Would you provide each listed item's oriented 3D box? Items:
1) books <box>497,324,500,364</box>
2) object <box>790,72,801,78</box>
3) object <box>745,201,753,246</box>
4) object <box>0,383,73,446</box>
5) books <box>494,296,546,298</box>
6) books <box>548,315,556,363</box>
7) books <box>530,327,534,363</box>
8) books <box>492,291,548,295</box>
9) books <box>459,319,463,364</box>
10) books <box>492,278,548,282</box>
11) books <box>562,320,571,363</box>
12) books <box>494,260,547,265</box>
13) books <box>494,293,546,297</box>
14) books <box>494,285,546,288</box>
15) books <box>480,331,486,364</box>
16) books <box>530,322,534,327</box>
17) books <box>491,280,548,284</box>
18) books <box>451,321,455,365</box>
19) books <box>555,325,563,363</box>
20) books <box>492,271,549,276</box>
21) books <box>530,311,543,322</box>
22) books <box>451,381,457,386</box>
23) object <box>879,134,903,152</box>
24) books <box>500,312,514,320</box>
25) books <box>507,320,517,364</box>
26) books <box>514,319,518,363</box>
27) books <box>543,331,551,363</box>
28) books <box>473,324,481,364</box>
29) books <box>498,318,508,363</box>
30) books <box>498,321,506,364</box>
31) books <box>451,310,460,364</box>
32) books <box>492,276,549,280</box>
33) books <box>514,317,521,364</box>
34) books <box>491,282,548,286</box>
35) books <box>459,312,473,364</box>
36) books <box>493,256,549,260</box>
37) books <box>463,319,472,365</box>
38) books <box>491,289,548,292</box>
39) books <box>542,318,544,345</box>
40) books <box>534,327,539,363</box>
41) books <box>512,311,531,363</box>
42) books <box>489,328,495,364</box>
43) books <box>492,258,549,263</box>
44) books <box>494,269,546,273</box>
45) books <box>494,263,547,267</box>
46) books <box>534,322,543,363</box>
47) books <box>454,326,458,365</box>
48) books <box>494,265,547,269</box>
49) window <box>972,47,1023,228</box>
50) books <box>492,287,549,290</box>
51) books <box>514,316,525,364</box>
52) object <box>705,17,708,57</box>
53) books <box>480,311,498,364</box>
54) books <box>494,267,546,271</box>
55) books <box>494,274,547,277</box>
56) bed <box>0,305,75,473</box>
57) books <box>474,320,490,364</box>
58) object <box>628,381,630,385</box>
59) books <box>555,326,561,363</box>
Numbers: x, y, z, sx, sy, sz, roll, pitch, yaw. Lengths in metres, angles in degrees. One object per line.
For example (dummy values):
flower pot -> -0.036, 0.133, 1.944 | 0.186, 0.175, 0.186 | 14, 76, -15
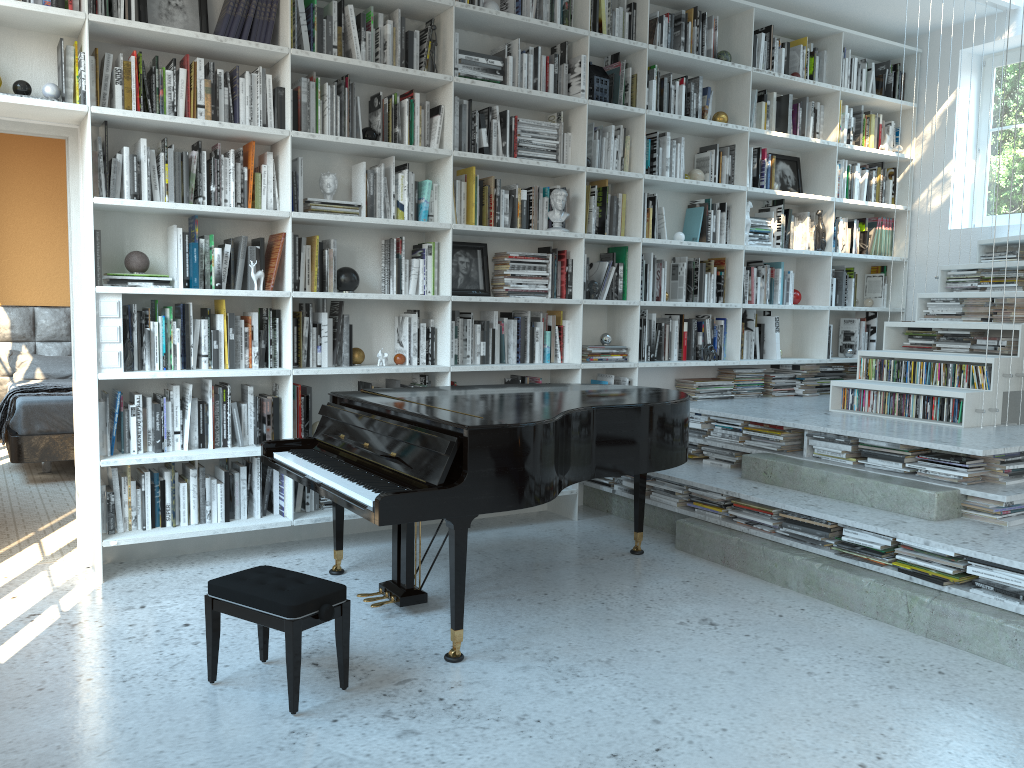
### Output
books -> -0.113, -0.228, 4.988 | 0.025, 0.221, 0.140 | -2, 6, -31
object -> 1.883, -2.037, 5.901 | 0.071, 0.072, 0.071 | 3, 5, 17
object -> 1.502, -1.026, 5.691 | 0.087, 0.288, 0.075 | 1, 5, 4
object -> -3.288, 0.099, 6.955 | 1.481, 0.541, 1.449 | -2, 6, -32
books -> 0.044, -0.494, 5.045 | 0.254, 0.012, 0.160 | -2, 6, -35
books -> 0.191, -0.263, 5.157 | 0.026, 0.272, 0.175 | -2, 6, -31
books -> 0.068, -0.226, 5.078 | 0.024, 0.207, 0.183 | -2, 6, -31
books -> 0.046, -0.518, 5.040 | 0.285, 0.012, 0.159 | -2, 6, -36
books -> -0.309, -0.236, 4.870 | 0.024, 0.248, 0.132 | -2, 6, -31
books -> 0.043, -0.589, 5.040 | 0.285, 0.012, 0.159 | -2, 5, -29
books -> 0.279, -0.251, 5.194 | 0.033, 0.246, 0.176 | -2, 6, -31
books -> 0.047, -0.686, 5.027 | 0.254, 0.012, 0.160 | -2, 6, -35
books -> 0.042, -0.506, 5.047 | 0.254, 0.012, 0.160 | -2, 5, -29
books -> 0.046, -0.554, 5.037 | 0.254, 0.012, 0.160 | -2, 6, -36
books -> -0.200, -0.205, 4.905 | 0.029, 0.184, 0.174 | -2, 6, -31
books -> 0.079, -0.241, 5.096 | 0.014, 0.235, 0.154 | -2, 6, -31
books -> 0.042, -0.578, 5.043 | 0.285, 0.012, 0.159 | -2, 5, -30
books -> -0.362, -0.225, 4.811 | 0.027, 0.234, 0.167 | -2, 6, -31
books -> 0.248, -0.236, 5.183 | 0.011, 0.217, 0.166 | -2, 6, -31
books -> 0.048, -0.625, 5.030 | 0.285, 0.012, 0.159 | -1, 5, -26
books -> 0.131, -0.272, 5.125 | 0.014, 0.294, 0.137 | -2, 6, -31
books -> -0.338, 0.125, 4.800 | 0.012, 0.285, 0.137 | -2, 6, -31
object -> 2.722, -1.728, 6.403 | 0.203, 0.137, 0.095 | 0, 5, -15
books -> -0.029, -0.264, 5.041 | 0.014, 0.286, 0.134 | -2, 6, -31
books -> -0.034, -0.242, 5.012 | 0.026, 0.245, 0.191 | -2, 6, -31
books -> -0.016, -0.247, 5.044 | 0.011, 0.252, 0.158 | -2, 6, -31
books -> 0.167, -0.217, 5.133 | 0.023, 0.183, 0.169 | -2, 6, -31
books -> -0.225, -0.221, 4.894 | 0.023, 0.217, 0.174 | -2, 6, -31
books -> -0.070, -0.248, 5.021 | 0.025, 0.255, 0.136 | -2, 6, -31
books -> -0.086, -0.237, 4.995 | 0.031, 0.237, 0.158 | -2, 6, -31
books -> -0.334, -0.257, 4.859 | 0.027, 0.291, 0.140 | -2, 6, -31
books -> 0.047, -0.601, 5.032 | 0.285, 0.012, 0.159 | -1, 5, -26
books -> -0.001, -0.251, 5.040 | 0.010, 0.262, 0.181 | -2, 6, -31
books -> 0.040, -0.566, 5.046 | 0.285, 0.012, 0.159 | -2, 5, -31
books -> -0.259, -0.253, 4.874 | 0.013, 0.282, 0.166 | -2, 6, -31
books -> 0.049, -0.710, 5.022 | 0.285, 0.012, 0.159 | -2, 6, -36
books -> -0.278, -0.234, 4.868 | 0.027, 0.246, 0.179 | -2, 6, -31
books -> 0.041, -0.530, 5.047 | 0.285, 0.012, 0.159 | -2, 6, -32
books -> 0.139, -0.254, 5.140 | 0.014, 0.256, 0.145 | -2, 6, -31
books -> 0.101, -0.226, 5.097 | 0.023, 0.204, 0.167 | -2, 6, -31
books -> 0.052, -0.270, 5.067 | 0.012, 0.297, 0.177 | -2, 6, -31
books -> -0.145, -0.213, 4.944 | 0.023, 0.196, 0.165 | -2, 6, -31
books -> 0.045, -0.698, 5.030 | 0.285, 0.012, 0.159 | -2, 5, -29
books -> 0.046, -0.637, 5.033 | 0.254, 0.012, 0.160 | -2, 5, -28
books -> 0.046, -0.674, 5.030 | 0.254, 0.012, 0.160 | -2, 6, -34
books -> 0.121, -0.241, 5.108 | 0.023, 0.235, 0.174 | -2, 6, -31
books -> -0.347, -0.214, 4.835 | 0.024, 0.208, 0.169 | -2, 6, -31
books -> 0.047, -0.661, 5.029 | 0.254, 0.012, 0.160 | -2, 6, -35
window -> 3.602, -1.664, 5.856 | 0.042, 1.227, 1.116 | -2, 6, -31
books -> 0.046, -0.542, 5.038 | 0.285, 0.012, 0.159 | -1, 5, -26
books -> 0.019, -0.253, 5.043 | 0.028, 0.265, 0.161 | -2, 6, -31
object -> 1.177, -2.137, 5.574 | 0.006, 0.298, 0.129 | -2, 6, -31
books -> -0.130, -0.263, 4.964 | 0.026, 0.292, 0.151 | -2, 6, -31
books -> 0.046, -0.649, 5.032 | 0.254, 0.012, 0.160 | -2, 6, -34
books -> 0.048, -0.613, 5.032 | 0.254, 0.012, 0.160 | -2, 6, -36
bed -> -3.092, -0.021, 7.121 | 1.770, 1.181, 2.172 | -2, 6, -31
books -> -0.179, -0.233, 4.924 | 0.029, 0.238, 0.165 | -2, 6, -31
object -> 0.673, 0.107, 5.400 | 0.011, 0.260, 0.141 | -2, 6, -31
books -> 0.226, -0.233, 5.168 | 0.042, 0.212, 0.169 | -2, 6, -31
